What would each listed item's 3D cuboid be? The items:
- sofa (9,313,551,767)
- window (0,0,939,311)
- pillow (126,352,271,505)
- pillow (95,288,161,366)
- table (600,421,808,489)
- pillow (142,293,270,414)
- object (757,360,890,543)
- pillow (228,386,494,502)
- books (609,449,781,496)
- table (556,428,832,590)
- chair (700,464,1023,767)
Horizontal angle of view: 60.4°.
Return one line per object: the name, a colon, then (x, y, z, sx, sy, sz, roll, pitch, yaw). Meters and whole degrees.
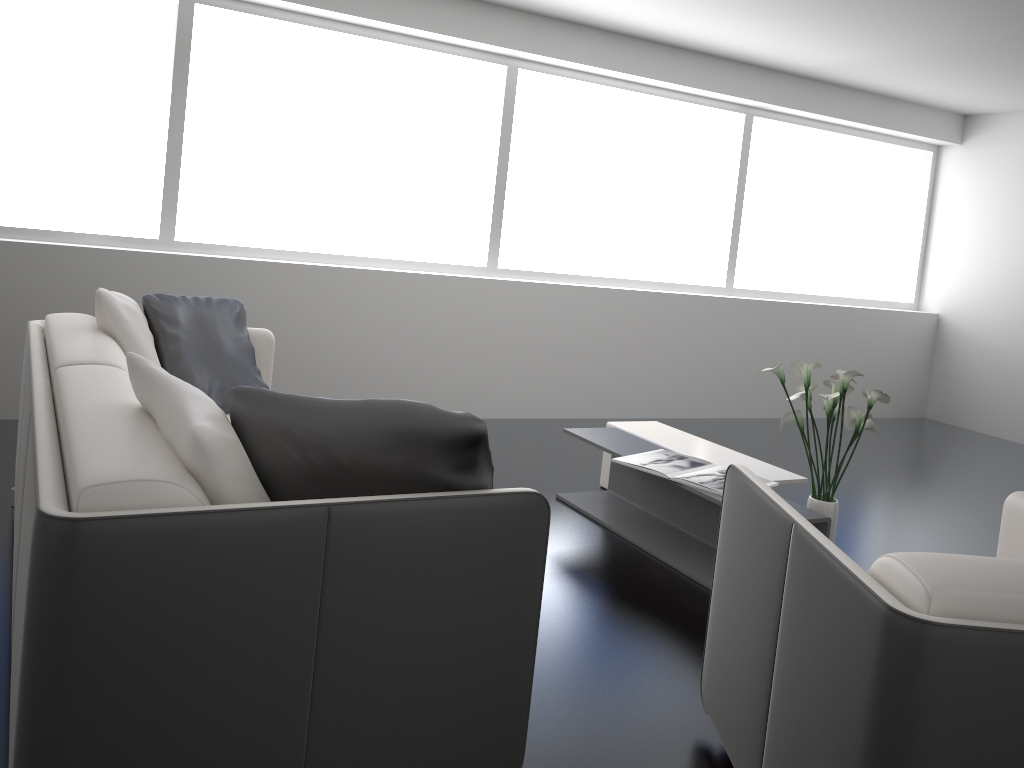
sofa: (-0.881, 0.266, 2.515, 0.916, 0.654, 2.272, 2, 10, -29)
window: (-0.084, -1.382, 5.637, 8.029, 1.421, 0.111, 1, 5, -27)
pillow: (-0.606, 0.220, 1.840, 0.322, 0.495, 0.592, 2, 8, -38)
pillow: (-1.344, -0.100, 3.146, 0.298, 0.503, 0.596, 4, 7, -23)
table: (0.797, 0.433, 3.856, 0.297, 0.311, 0.983, 3, 10, -29)
pillow: (-1.157, -0.118, 3.348, 0.335, 0.432, 0.555, 8, 7, 18)
object: (1.160, 0.315, 3.348, 0.446, 0.791, 0.382, 2, 6, -44)
pillow: (-0.295, 0.222, 1.832, 0.568, 0.446, 0.279, 8, 5, 17)
books: (0.702, 0.335, 3.394, 0.555, 0.016, 0.358, 15, 13, 42)
table: (0.643, 0.481, 3.480, 0.297, 0.310, 1.277, 3, 10, -29)
chair: (0.895, 0.582, 1.764, 0.767, 0.655, 0.930, 6, 7, -3)
